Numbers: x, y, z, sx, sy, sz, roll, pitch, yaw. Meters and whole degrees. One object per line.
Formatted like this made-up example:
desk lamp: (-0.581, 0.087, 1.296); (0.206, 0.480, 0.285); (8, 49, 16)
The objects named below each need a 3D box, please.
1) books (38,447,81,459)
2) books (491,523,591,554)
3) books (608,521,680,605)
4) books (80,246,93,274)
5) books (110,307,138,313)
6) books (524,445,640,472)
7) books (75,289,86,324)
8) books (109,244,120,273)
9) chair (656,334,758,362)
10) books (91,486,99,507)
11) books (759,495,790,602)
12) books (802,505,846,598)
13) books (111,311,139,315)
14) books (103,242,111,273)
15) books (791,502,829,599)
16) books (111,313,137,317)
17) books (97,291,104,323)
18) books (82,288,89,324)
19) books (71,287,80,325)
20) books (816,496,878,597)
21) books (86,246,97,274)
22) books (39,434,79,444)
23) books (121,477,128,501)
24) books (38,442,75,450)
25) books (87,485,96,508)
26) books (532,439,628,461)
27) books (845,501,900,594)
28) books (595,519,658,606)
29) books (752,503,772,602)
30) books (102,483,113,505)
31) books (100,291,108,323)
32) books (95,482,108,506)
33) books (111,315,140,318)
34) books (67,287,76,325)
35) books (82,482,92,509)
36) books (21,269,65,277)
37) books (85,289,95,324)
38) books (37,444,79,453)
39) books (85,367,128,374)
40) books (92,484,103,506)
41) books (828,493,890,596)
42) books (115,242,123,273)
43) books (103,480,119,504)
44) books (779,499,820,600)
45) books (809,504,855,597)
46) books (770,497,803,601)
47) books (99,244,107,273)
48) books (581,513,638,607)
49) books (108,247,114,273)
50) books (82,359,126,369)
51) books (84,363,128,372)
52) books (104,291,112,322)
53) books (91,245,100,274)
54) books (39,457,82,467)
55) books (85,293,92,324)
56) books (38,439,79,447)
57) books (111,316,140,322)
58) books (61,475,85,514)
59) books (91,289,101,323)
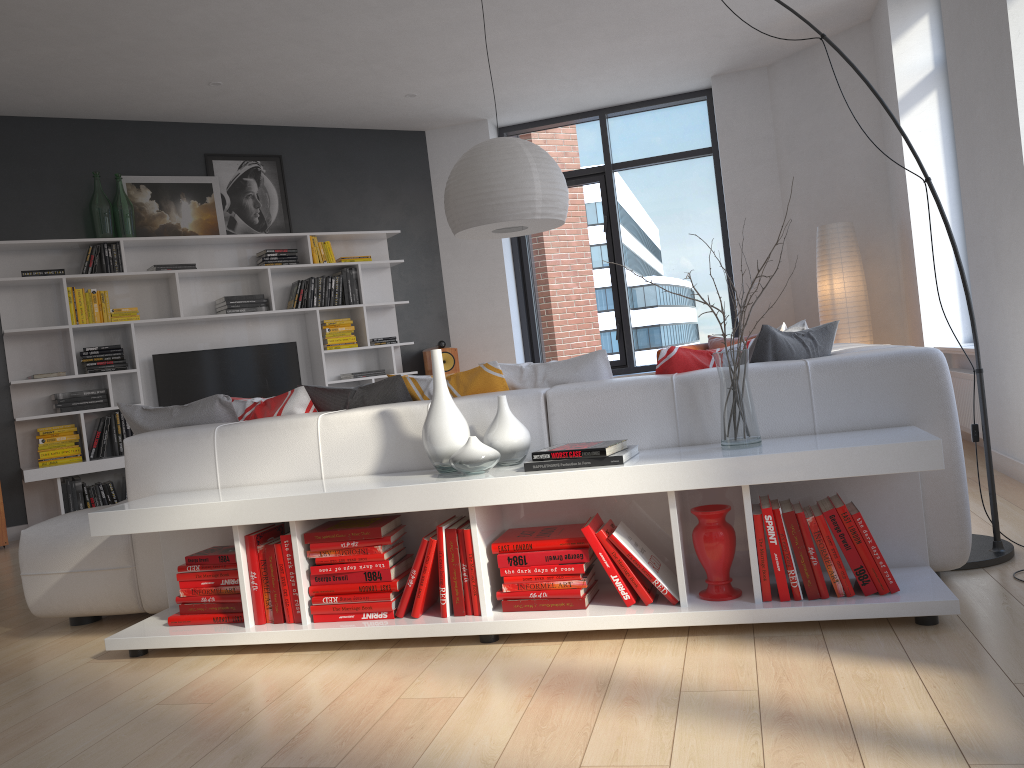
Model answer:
books: (-3.196, 0.484, 6.262); (0.255, 0.044, 0.198); (-8, 2, -31)
books: (0.110, 0.482, 2.773); (0.301, 0.032, 0.227); (-6, 1, 14)
books: (0.402, 0.531, 2.648); (0.186, 0.223, 0.188); (-6, 1, 14)
books: (-3.067, -0.876, 6.381); (0.096, 0.213, 0.166); (-8, 2, -33)
books: (-2.853, -0.535, 6.499); (0.186, 0.026, 0.138); (-8, 2, -31)
books: (0.216, 0.225, 2.698); (0.300, 0.026, 0.245); (-6, 1, 19)
books: (-3.099, -0.541, 6.355); (0.044, 0.255, 0.198); (-8, 2, -31)
books: (-2.906, -0.900, 6.474); (0.038, 0.218, 0.169); (-8, 2, -31)
chair: (1.731, 0.030, 6.767); (0.843, 0.858, 0.896); (-8, 2, -44)
books: (-2.941, 0.835, 6.263); (0.049, 0.236, 0.170); (-8, 2, -30)
books: (0.753, 0.466, 2.545); (0.050, 0.268, 0.198); (-6, 1, 14)
books: (0.881, 0.470, 2.515); (0.081, 0.230, 0.165); (-6, 1, 14)
books: (-2.841, -0.516, 6.491); (0.187, 0.014, 0.134); (-8, 2, -31)
books: (-2.954, -0.900, 6.449); (0.025, 0.232, 0.176); (-8, 2, -31)
books: (0.846, 0.468, 2.518); (0.066, 0.247, 0.175); (-6, 1, 14)
books: (-2.836, -0.500, 6.475); (0.169, 0.018, 0.113); (-8, 2, -30)
books: (-2.991, -0.547, 6.419); (0.023, 0.239, 0.169); (-8, 2, -31)
books: (-3.074, -0.546, 6.372); (0.015, 0.263, 0.199); (-8, 2, -31)
books: (-3.127, -0.544, 6.332); (0.025, 0.270, 0.213); (-8, 2, -31)
books: (0.944, 0.454, 2.509); (0.119, 0.249, 0.187); (-6, 1, 14)
books: (-3.042, -0.879, 6.402); (0.087, 0.214, 0.171); (-8, 2, -31)
books: (-3.203, 0.388, 6.274); (0.250, 0.035, 0.185); (-8, 2, -28)
books: (-2.785, 0.802, 6.381); (0.066, 0.260, 0.197); (-8, 2, -31)
books: (-3.209, 0.437, 6.249); (0.228, 0.024, 0.152); (-7, 2, -27)
books: (-2.965, 0.838, 6.257); (0.053, 0.240, 0.189); (-8, 2, -31)
books: (0.206, 0.200, 2.674); (0.238, 0.027, 0.188); (-6, 2, 27)
books: (1.011, 0.456, 2.499); (0.103, 0.230, 0.173); (-6, 1, 14)
books: (0.347, 0.531, 2.661); (0.148, 0.232, 0.171); (-6, 1, 16)
books: (0.717, 0.479, 2.547); (0.026, 0.250, 0.168); (-6, 1, 14)
books: (-2.870, 0.823, 6.301); (0.066, 0.242, 0.177); (-8, 2, -31)
books: (-2.968, -0.548, 6.429); (0.024, 0.234, 0.172); (-8, 2, -31)
books: (-2.900, 0.821, 6.293); (0.066, 0.255, 0.193); (-8, 2, -31)
books: (-2.840, -0.487, 6.495); (0.196, 0.011, 0.148); (-8, 2, -31)
books: (-3.145, -0.541, 6.311); (0.029, 0.270, 0.204); (-8, 2, -31)
books: (-2.996, 0.826, 6.243); (0.053, 0.268, 0.202); (-8, 2, -31)
books: (-3.289, -0.763, 6.225); (0.268, 0.046, 0.208); (-8, 2, -28)
books: (-3.039, -0.547, 6.390); (0.019, 0.251, 0.180); (-8, 2, -31)
books: (-3.210, 0.455, 6.273); (0.263, 0.015, 0.198); (-8, 2, -28)
books: (-2.934, -0.094, 6.410); (0.263, 0.026, 0.189); (-8, 2, -33)
books: (-2.918, 0.829, 6.268); (0.050, 0.242, 0.169); (-8, 2, -32)
books: (0.977, 0.447, 2.505); (0.116, 0.255, 0.198); (-6, 1, 14)
books: (-2.879, -0.910, 6.482); (0.019, 0.230, 0.174); (-8, 2, -31)
books: (-2.843, 0.815, 6.322); (0.083, 0.249, 0.191); (-8, 2, -31)
books: (0.820, 0.467, 2.535); (0.076, 0.252, 0.199); (-6, 1, 14)
books: (0.905, 0.466, 2.512); (0.083, 0.233, 0.178); (-6, 1, 14)
books: (0.783, 0.468, 2.535); (0.056, 0.262, 0.185); (-6, 1, 14)
books: (-2.972, -0.891, 6.432); (0.021, 0.221, 0.156); (-8, 2, -31)
books: (0.302, 0.527, 2.679); (0.134, 0.248, 0.192); (-6, 1, 14)
books: (-2.929, -0.888, 6.458); (0.021, 0.200, 0.147); (-8, 2, -31)
books: (-2.956, -0.146, 6.423); (0.266, 0.030, 0.209); (-8, 2, -33)
books: (-2.937, -0.120, 6.412); (0.270, 0.025, 0.189); (-8, 2, -32)
books: (-2.947, -0.550, 6.446); (0.024, 0.234, 0.172); (-8, 2, -31)
books: (-3.012, -0.883, 6.406); (0.074, 0.212, 0.154); (-8, 2, -32)
books: (-3.180, 0.544, 6.253); (0.270, 0.029, 0.204); (-7, 2, -26)
books: (-3.046, -0.532, 6.364); (0.024, 0.229, 0.156); (-8, 2, -31)
books: (-3.210, 0.416, 6.271); (0.251, 0.019, 0.180); (-8, 2, -31)
books: (-2.836, -0.464, 6.491); (0.190, 0.033, 0.147); (-8, 2, -31)
books: (-3.077, 0.814, 6.200); (0.128, 0.321, 0.259); (-8, 2, -31)
books: (-3.015, -0.550, 6.402); (0.035, 0.250, 0.185); (-8, 2, -31)
